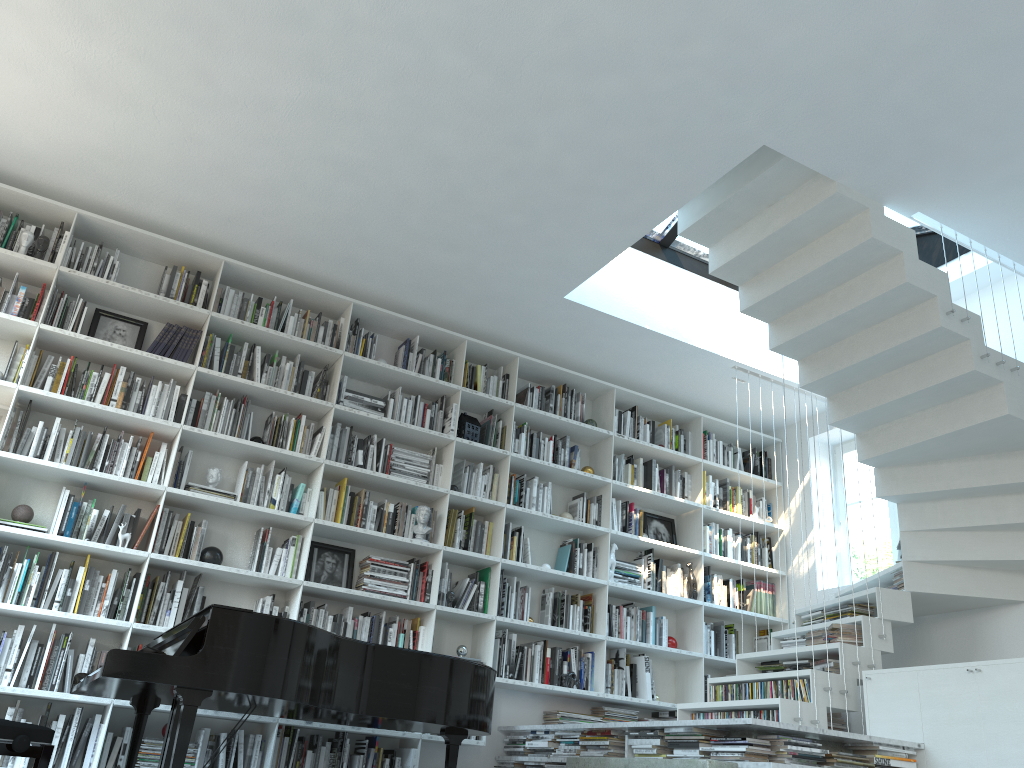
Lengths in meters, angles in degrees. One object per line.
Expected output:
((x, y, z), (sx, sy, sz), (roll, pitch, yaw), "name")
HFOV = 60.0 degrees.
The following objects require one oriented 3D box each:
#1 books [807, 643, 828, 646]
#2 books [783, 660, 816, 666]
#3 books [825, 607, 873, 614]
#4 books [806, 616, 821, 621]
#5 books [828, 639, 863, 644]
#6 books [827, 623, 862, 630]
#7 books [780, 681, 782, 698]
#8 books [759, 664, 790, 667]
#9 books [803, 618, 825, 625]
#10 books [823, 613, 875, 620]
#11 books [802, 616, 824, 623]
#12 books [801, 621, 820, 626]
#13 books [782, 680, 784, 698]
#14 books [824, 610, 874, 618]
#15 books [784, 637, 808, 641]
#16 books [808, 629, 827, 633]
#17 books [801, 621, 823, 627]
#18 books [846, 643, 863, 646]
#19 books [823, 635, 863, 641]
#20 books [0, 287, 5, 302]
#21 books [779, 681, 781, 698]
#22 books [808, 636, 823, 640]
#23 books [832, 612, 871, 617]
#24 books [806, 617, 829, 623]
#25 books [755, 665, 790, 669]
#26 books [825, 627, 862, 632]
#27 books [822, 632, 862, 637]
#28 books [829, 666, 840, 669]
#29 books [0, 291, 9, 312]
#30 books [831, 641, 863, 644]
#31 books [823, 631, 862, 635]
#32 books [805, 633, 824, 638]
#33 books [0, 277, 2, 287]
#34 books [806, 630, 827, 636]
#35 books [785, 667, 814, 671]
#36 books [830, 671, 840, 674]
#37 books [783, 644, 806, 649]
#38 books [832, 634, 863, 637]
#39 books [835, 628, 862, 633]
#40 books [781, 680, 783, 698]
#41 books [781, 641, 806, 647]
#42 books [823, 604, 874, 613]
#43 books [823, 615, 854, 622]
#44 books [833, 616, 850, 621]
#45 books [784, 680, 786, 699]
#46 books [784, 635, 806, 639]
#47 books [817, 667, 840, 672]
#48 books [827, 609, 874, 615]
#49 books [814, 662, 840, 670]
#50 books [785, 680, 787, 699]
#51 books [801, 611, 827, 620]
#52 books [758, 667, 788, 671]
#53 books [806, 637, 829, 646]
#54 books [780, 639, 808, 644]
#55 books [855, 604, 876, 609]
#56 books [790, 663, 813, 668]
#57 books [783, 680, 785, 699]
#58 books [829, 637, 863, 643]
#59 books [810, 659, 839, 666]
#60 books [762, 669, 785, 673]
((1.933, 1.602, 5.408), (0.188, 0.005, 0.182), (17, -27, -25), "books")
((1.777, 1.696, 5.369), (0.178, 0.014, 0.194), (20, -29, -29), "books")
((2.109, 1.428, 5.546), (0.174, 0.009, 0.241), (13, -26, -17), "books")
((2.071, 1.546, 5.820), (0.136, 0.017, 0.299), (10, -25, -10), "books")
((1.985, 1.520, 5.185), (0.222, 0.011, 0.181), (3, -25, 4), "books")
((1.991, 1.441, 5.217), (0.234, 0.025, 0.158), (1, -25, 9), "books")
((1.538, 1.719, 4.922), (0.125, 0.125, 0.010), (17, -27, -25), "books")
((1.678, 1.776, 5.554), (0.161, 0.012, 0.195), (19, -28, -27), "books")
((2.046, 1.567, 5.804), (0.171, 0.011, 0.232), (12, -25, -15), "books")
((2.102, 1.464, 5.529), (0.187, 0.009, 0.262), (12, -26, -16), "books")
((2.050, 1.553, 5.811), (0.168, 0.005, 0.293), (9, -25, -8), "books")
((2.045, 1.575, 5.800), (0.170, 0.006, 0.269), (12, -25, -15), "books")
((1.546, 1.713, 4.908), (0.125, 0.124, 0.007), (17, -27, -25), "books")
((2.104, 1.445, 5.538), (0.177, 0.007, 0.255), (13, -26, -17), "books")
((1.869, 1.653, 5.696), (0.157, 0.014, 0.181), (19, -28, -28), "books")
((1.933, 1.532, 5.455), (0.155, 0.009, 0.155), (17, -27, -25), "books")
((2.046, 1.581, 5.798), (0.184, 0.006, 0.263), (10, -25, -11), "books")
((1.983, 1.538, 5.180), (0.215, 0.013, 0.190), (3, -25, 5), "books")
((1.986, 1.493, 5.182), (0.295, 0.006, 0.147), (2, -25, 7), "books")
((-2.861, -0.419, 4.921), (0.028, 0.211, 0.139), (17, -27, -25), "books")
((1.533, 1.722, 4.930), (0.125, 0.124, 0.008), (17, -27, -25), "books")
((1.925, 1.572, 5.450), (0.159, 0.012, 0.129), (10, -25, -11), "books")
((2.114, 1.456, 5.536), (0.154, 0.014, 0.197), (11, -25, -13), "books")
((2.050, 1.559, 5.808), (0.162, 0.008, 0.291), (9, -25, -7), "books")
((1.660, 1.779, 5.542), (0.198, 0.006, 0.189), (19, -28, -28), "books")
((1.990, 1.451, 5.204), (0.254, 0.005, 0.161), (3, -25, 5), "books")
((1.987, 1.477, 5.190), (0.295, 0.007, 0.146), (4, -25, 3), "books")
((1.843, 1.644, 5.084), (0.161, 0.007, 0.255), (8, -25, -7), "books")
((-2.841, -0.402, 4.936), (0.029, 0.197, 0.144), (17, -27, -25), "books")
((1.985, 1.534, 5.194), (0.254, 0.007, 0.190), (5, -25, 0), "books")
((1.988, 1.470, 5.193), (0.295, 0.007, 0.146), (2, -25, 7), "books")
((1.934, 1.554, 5.438), (0.218, 0.012, 0.156), (10, -25, -10), "books")
((-2.876, -0.450, 4.902), (0.030, 0.249, 0.166), (17, -27, -25), "books")
((1.935, 1.541, 5.446), (0.167, 0.017, 0.191), (16, -27, -22), "books")
((1.773, 1.731, 5.352), (0.189, 0.012, 0.156), (16, -27, -22), "books")
((1.846, 1.673, 5.072), (0.136, 0.017, 0.290), (7, -25, -4), "books")
((1.875, 1.695, 5.683), (0.143, 0.019, 0.231), (18, -27, -25), "books")
((1.987, 1.492, 5.200), (0.231, 0.011, 0.172), (1, -25, 8), "books")
((1.990, 1.467, 5.213), (0.184, 0.016, 0.180), (5, -25, 1), "books")
((1.542, 1.716, 4.915), (0.125, 0.124, 0.009), (17, -27, -25), "books")
((1.872, 1.678, 5.688), (0.150, 0.016, 0.240), (18, -28, -26), "books")
((2.102, 1.417, 5.548), (0.191, 0.013, 0.244), (12, -25, -15), "books")
((2.093, 1.473, 5.522), (0.191, 0.014, 0.244), (11, -25, -13), "books")
((2.093, 1.486, 5.516), (0.182, 0.013, 0.288), (11, -25, -12), "books")
((1.553, 1.709, 4.896), (0.125, 0.124, 0.008), (17, -27, -25), "books")
((1.873, 1.640, 5.703), (0.157, 0.014, 0.181), (18, -28, -26), "books")
((1.827, 1.653, 5.077), (0.172, 0.019, 0.241), (6, -25, -2), "books")
((2.118, 1.439, 5.545), (0.144, 0.011, 0.258), (14, -26, -18), "books")
((1.853, 1.629, 5.092), (0.141, 0.028, 0.223), (9, -25, -7), "books")
((1.557, 1.706, 4.890), (0.125, 0.124, 0.008), (17, -27, -25), "books")
((2.047, 1.527, 5.821), (0.190, 0.015, 0.231), (11, -25, -12), "books")
((1.675, 1.791, 5.546), (0.160, 0.009, 0.208), (19, -28, -28), "books")
((1.937, 1.582, 5.413), (0.178, 0.035, 0.222), (15, -26, -20), "books")
((1.859, 1.661, 5.686), (0.173, 0.011, 0.204), (20, -28, -29), "books")
((2.129, 1.414, 5.560), (0.134, 0.007, 0.299), (13, -26, -16), "books")
((1.797, 1.717, 5.373), (0.133, 0.017, 0.179), (15, -26, -21), "books")
((1.550, 1.711, 4.902), (0.125, 0.124, 0.007), (17, -27, -25), "books")
((1.985, 1.502, 5.178), (0.214, 0.014, 0.139), (5, -25, 0), "books")
((1.843, 1.608, 5.099), (0.169, 0.014, 0.213), (8, -25, -7), "books")
((1.680, 1.806, 5.543), (0.140, 0.022, 0.181), (21, -29, -30), "books")
